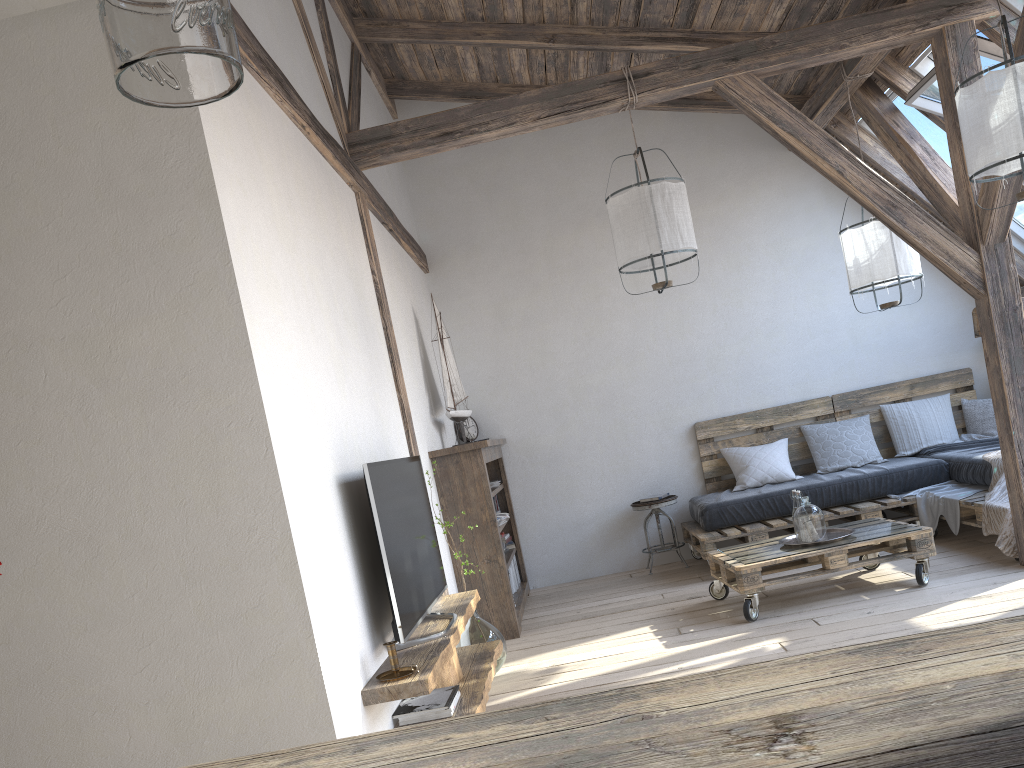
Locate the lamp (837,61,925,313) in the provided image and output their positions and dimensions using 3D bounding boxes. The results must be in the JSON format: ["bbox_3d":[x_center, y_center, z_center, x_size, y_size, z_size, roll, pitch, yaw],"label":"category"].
[{"bbox_3d":[2.062,-1.186,5.111,0.404,1.523,0.401,-9,4,45],"label":"lamp"}]

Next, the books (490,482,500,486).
[{"bbox_3d":[-0.194,0.742,6.412,0.204,0.009,0.258,-11,-4,-5],"label":"books"}]

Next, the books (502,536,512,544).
[{"bbox_3d":[-0.099,1.160,6.483,0.162,0.026,0.202,-12,-4,11],"label":"books"}]

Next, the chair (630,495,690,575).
[{"bbox_3d":[1.088,1.096,6.448,0.355,0.522,0.351,-11,1,7],"label":"chair"}]

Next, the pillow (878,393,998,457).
[{"bbox_3d":[3.161,0.248,6.271,0.975,0.401,0.383,-13,-1,20],"label":"pillow"}]

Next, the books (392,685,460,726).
[{"bbox_3d":[-0.253,1.276,3.192,0.291,0.265,0.359,-12,-1,3],"label":"books"}]

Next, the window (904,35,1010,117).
[{"bbox_3d":[2.969,-1.436,4.672,1.352,1.281,0.851,-12,1,4],"label":"window"}]

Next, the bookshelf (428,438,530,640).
[{"bbox_3d":[-0.149,0.978,5.898,0.349,1.176,1.621,-11,-1,3],"label":"bookshelf"}]

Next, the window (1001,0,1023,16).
[{"bbox_3d":[2.869,-1.478,3.759,1.098,1.281,0.851,-11,1,4],"label":"window"}]

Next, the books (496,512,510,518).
[{"bbox_3d":[-0.160,0.877,5.837,0.219,0.088,0.263,-11,-3,-17],"label":"books"}]

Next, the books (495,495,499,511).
[{"bbox_3d":[-0.172,0.903,6.471,0.140,0.176,0.059,-11,2,3],"label":"books"}]

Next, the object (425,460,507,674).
[{"bbox_3d":[-0.267,0.937,4.538,0.274,1.124,0.515,-12,2,-10],"label":"object"}]

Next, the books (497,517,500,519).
[{"bbox_3d":[-0.185,0.898,5.788,0.205,0.009,0.257,-12,-4,10],"label":"books"}]

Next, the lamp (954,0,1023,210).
[{"bbox_3d":[1.946,-1.378,3.481,0.404,1.309,0.401,-12,3,-20],"label":"lamp"}]

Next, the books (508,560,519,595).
[{"bbox_3d":[-0.080,1.374,6.314,0.202,0.249,0.410,-11,-2,3],"label":"books"}]

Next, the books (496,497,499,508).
[{"bbox_3d":[-0.172,0.895,6.549,0.135,0.202,0.020,-11,3,4],"label":"books"}]

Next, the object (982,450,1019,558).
[{"bbox_3d":[2.955,0.586,4.692,0.820,0.475,0.998,-13,-3,33],"label":"object"}]

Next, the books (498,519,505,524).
[{"bbox_3d":[-0.158,0.921,5.818,0.205,0.009,0.257,-12,-4,5],"label":"books"}]

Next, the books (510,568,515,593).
[{"bbox_3d":[-0.060,1.396,6.203,0.140,0.176,0.094,-11,2,4],"label":"books"}]

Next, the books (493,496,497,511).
[{"bbox_3d":[-0.177,0.903,6.438,0.131,0.173,0.081,-11,2,4],"label":"books"}]

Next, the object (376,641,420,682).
[{"bbox_3d":[-0.387,0.903,2.882,0.138,0.113,0.140,-11,-1,-14],"label":"object"}]

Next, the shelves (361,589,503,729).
[{"bbox_3d":[-0.246,1.210,3.585,0.331,0.450,1.601,-11,-3,3],"label":"shelves"}]

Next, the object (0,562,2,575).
[{"bbox_3d":[-0.600,0.239,0.762,0.254,0.416,0.307,-11,1,36],"label":"object"}]

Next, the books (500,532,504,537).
[{"bbox_3d":[-0.133,1.122,6.491,0.143,0.019,0.201,-12,-4,3],"label":"books"}]

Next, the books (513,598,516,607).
[{"bbox_3d":[-0.101,1.398,5.458,0.238,0.088,0.316,-12,-3,3],"label":"books"}]

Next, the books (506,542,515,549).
[{"bbox_3d":[-0.088,1.209,6.482,0.218,0.030,0.162,-11,-4,-3],"label":"books"}]

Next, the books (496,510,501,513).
[{"bbox_3d":[-0.169,0.936,6.285,0.150,0.021,0.204,-12,-4,7],"label":"books"}]

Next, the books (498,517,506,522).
[{"bbox_3d":[-0.175,0.914,5.786,0.206,0.009,0.256,-13,-4,20],"label":"books"}]

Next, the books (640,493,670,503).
[{"bbox_3d":[1.040,0.827,6.411,0.151,0.021,0.202,-14,-4,32],"label":"books"}]

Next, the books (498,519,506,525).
[{"bbox_3d":[-0.158,0.929,5.804,0.205,0.009,0.257,-12,-4,8],"label":"books"}]

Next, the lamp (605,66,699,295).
[{"bbox_3d":[0.662,-1.011,4.458,0.411,1.088,0.394,-9,3,45],"label":"lamp"}]

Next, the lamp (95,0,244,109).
[{"bbox_3d":[-0.408,-0.912,0.765,0.109,1.347,0.224,-11,3,5],"label":"lamp"}]

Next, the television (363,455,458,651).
[{"bbox_3d":[-0.405,0.649,3.545,0.207,0.707,1.101,-11,-2,3],"label":"television"}]

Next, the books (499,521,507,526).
[{"bbox_3d":[-0.157,0.937,5.796,0.206,0.009,0.257,-12,-4,12],"label":"books"}]

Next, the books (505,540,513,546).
[{"bbox_3d":[-0.100,1.184,6.474,0.204,0.021,0.150,-11,-4,-7],"label":"books"}]

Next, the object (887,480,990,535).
[{"bbox_3d":[2.753,0.765,5.480,0.502,0.277,0.712,-11,-3,-12],"label":"object"}]

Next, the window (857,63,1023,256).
[{"bbox_3d":[2.979,-1.375,5.592,1.098,1.281,0.851,-11,1,4],"label":"window"}]

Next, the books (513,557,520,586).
[{"bbox_3d":[-0.043,1.388,6.444,0.157,0.221,0.017,-11,3,4],"label":"books"}]

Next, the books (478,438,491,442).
[{"bbox_3d":[-0.277,0.441,6.590,0.236,0.025,0.178,-12,-4,4],"label":"books"}]

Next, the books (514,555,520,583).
[{"bbox_3d":[-0.037,1.396,6.570,0.158,0.220,0.021,-11,3,4],"label":"books"}]

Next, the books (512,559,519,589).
[{"bbox_3d":[-0.050,1.382,6.333,0.157,0.221,0.017,-11,3,4],"label":"books"}]

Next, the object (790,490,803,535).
[{"bbox_3d":[1.568,0.711,4.791,0.071,0.269,0.153,-11,1,3],"label":"object"}]

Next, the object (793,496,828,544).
[{"bbox_3d":[1.561,0.713,4.627,0.154,0.248,0.157,-12,1,-28],"label":"object"}]

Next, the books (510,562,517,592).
[{"bbox_3d":[-0.060,1.380,6.236,0.157,0.213,0.090,-11,2,4],"label":"books"}]

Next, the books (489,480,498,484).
[{"bbox_3d":[-0.203,0.724,6.389,0.204,0.009,0.258,-12,-4,0],"label":"books"}]

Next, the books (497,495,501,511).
[{"bbox_3d":[-0.161,0.896,6.589,0.136,0.201,0.020,-11,3,4],"label":"books"}]

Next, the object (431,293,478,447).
[{"bbox_3d":[-0.395,-0.087,5.743,0.141,0.995,0.785,-11,1,8],"label":"object"}]

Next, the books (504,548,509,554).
[{"bbox_3d":[-0.117,1.202,6.219,0.152,0.024,0.227,-12,-4,12],"label":"books"}]

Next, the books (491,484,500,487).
[{"bbox_3d":[-0.193,0.749,6.398,0.204,0.009,0.258,-11,-4,-2],"label":"books"}]

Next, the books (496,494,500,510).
[{"bbox_3d":[-0.170,0.903,6.569,0.140,0.186,0.020,-11,3,4],"label":"books"}]

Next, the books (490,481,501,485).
[{"bbox_3d":[-0.206,0.733,6.378,0.205,0.009,0.257,-12,-4,10],"label":"books"}]

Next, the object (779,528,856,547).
[{"bbox_3d":[1.630,0.822,4.706,0.398,0.022,0.391,-13,-4,23],"label":"object"}]

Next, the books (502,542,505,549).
[{"bbox_3d":[-0.127,1.158,6.226,0.152,0.024,0.228,-11,-4,-1],"label":"books"}]

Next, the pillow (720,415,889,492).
[{"bbox_3d":[2.086,0.485,6.319,1.131,0.357,0.349,-12,0,4],"label":"pillow"}]

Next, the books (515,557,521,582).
[{"bbox_3d":[-0.034,1.397,6.598,0.157,0.221,0.036,-11,3,4],"label":"books"}]

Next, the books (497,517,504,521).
[{"bbox_3d":[-0.170,0.905,5.796,0.205,0.009,0.257,-12,-4,10],"label":"books"}]

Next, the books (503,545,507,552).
[{"bbox_3d":[-0.123,1.180,6.225,0.160,0.023,0.211,-12,-4,3],"label":"books"}]

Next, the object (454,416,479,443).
[{"bbox_3d":[-0.338,0.335,6.584,0.083,0.210,0.202,-10,1,40],"label":"object"}]

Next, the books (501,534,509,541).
[{"bbox_3d":[-0.110,1.137,6.474,0.158,0.021,0.218,-12,-4,7],"label":"books"}]
